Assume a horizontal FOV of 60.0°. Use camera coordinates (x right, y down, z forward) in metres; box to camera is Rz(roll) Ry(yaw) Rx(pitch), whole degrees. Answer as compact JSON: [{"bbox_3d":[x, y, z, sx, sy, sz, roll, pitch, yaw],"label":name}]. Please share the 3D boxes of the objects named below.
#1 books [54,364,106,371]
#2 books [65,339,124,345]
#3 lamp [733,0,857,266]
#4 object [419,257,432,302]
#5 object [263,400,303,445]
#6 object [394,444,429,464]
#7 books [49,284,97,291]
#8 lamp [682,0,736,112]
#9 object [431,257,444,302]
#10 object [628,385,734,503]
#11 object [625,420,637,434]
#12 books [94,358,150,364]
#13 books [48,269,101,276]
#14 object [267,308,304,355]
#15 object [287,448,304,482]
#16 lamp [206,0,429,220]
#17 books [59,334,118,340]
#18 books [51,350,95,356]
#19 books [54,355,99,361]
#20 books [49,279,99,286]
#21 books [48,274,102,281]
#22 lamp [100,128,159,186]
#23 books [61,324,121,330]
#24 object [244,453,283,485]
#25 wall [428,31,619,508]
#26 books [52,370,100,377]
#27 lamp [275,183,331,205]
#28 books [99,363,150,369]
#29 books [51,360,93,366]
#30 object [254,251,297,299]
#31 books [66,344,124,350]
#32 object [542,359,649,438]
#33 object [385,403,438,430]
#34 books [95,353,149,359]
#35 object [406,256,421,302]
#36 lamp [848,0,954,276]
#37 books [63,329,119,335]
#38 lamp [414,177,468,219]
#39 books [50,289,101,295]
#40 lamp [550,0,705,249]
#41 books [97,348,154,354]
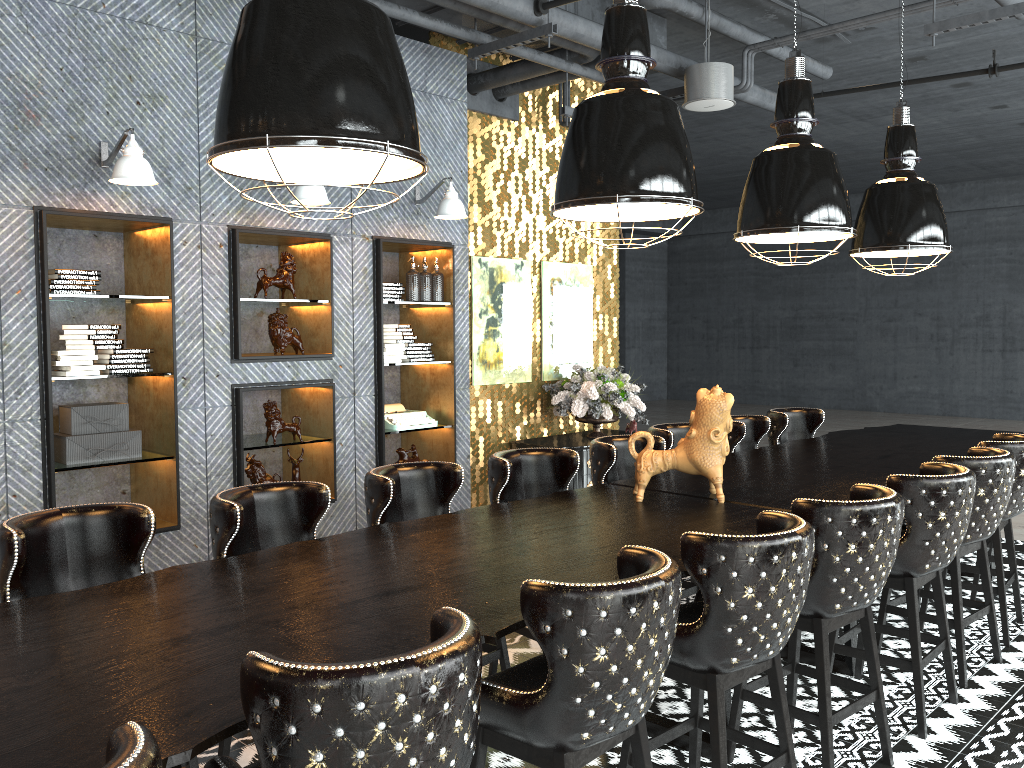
[{"bbox_3d":[-2.420,-0.093,4.962,0.245,0.028,0.193,3,5,43],"label":"books"},{"bbox_3d":[-2.364,-0.238,5.028,0.193,0.028,0.245,1,4,16],"label":"books"},{"bbox_3d":[1.470,-1.776,4.595,0.621,2.301,0.622,0,3,-1],"label":"lamp"},{"bbox_3d":[-0.657,-0.787,6.695,0.109,0.349,0.109,1,3,29],"label":"object"},{"bbox_3d":[-1.497,0.245,5.806,0.256,0.294,0.135,-3,4,-38],"label":"object"},{"bbox_3d":[-0.740,0.602,6.662,0.341,0.303,0.165,-3,4,-41],"label":"object"},{"bbox_3d":[-2.464,-0.536,4.936,0.245,0.028,0.193,-3,4,-35],"label":"books"},{"bbox_3d":[1.409,-2.514,6.338,0.380,1.045,0.382,-3,4,-35],"label":"lamp"},{"bbox_3d":[-0.576,-0.793,6.777,0.109,0.349,0.109,0,3,14],"label":"object"},{"bbox_3d":[0.774,0.272,4.087,0.475,0.545,0.249,0,3,7],"label":"object"},{"bbox_3d":[1.103,0.376,8.183,0.082,0.164,0.173,-2,4,-21],"label":"object"},{"bbox_3d":[-2.291,-0.137,5.207,0.193,0.028,0.245,3,5,40],"label":"books"},{"bbox_3d":[-2.472,-0.624,4.981,0.193,0.028,0.245,3,5,44],"label":"books"},{"bbox_3d":[-1.499,-0.333,5.855,0.242,0.337,0.159,-3,4,-41],"label":"object"},{"bbox_3d":[-1.460,0.605,5.987,0.116,0.358,0.198,-1,3,-16],"label":"object"},{"bbox_3d":[-0.556,-1.632,2.496,0.621,2.301,0.622,0,3,-1],"label":"lamp"},{"bbox_3d":[-2.403,-0.266,5.033,0.193,0.028,0.245,1,4,14],"label":"books"},{"bbox_3d":[-2.453,-0.176,4.933,0.193,0.028,0.245,-3,5,-39],"label":"books"},{"bbox_3d":[-2.425,-0.148,4.935,0.193,0.028,0.245,-3,4,-33],"label":"books"},{"bbox_3d":[-2.465,-0.566,4.963,0.245,0.028,0.193,-3,5,-38],"label":"books"},{"bbox_3d":[-2.470,-0.595,4.970,0.193,0.028,0.245,2,4,36],"label":"books"},{"bbox_3d":[-2.056,-1.213,4.771,0.244,0.287,0.490,-2,4,-30],"label":"lamp"},{"bbox_3d":[-2.390,-0.324,5.043,0.193,0.028,0.245,1,4,19],"label":"books"},{"bbox_3d":[-1.617,0.622,5.779,0.168,0.359,0.266,2,4,37],"label":"object"},{"bbox_3d":[0.212,-0.949,7.904,0.024,4.380,2.446,3,4,44],"label":"wall"},{"bbox_3d":[-2.448,-0.063,4.935,0.245,0.028,0.193,2,4,37],"label":"books"},{"bbox_3d":[-1.301,-1.265,5.554,0.244,0.287,0.490,-2,4,-30],"label":"lamp"},{"bbox_3d":[-2.256,-0.106,5.158,0.245,0.028,0.193,-3,4,-35],"label":"books"},{"bbox_3d":[-2.468,-0.119,4.937,0.193,0.028,0.245,-3,5,-40],"label":"books"},{"bbox_3d":[-1.544,-0.715,5.797,0.152,0.325,0.292,2,4,42],"label":"object"},{"bbox_3d":[-2.369,-0.210,5.036,0.193,0.028,0.245,0,4,13],"label":"books"},{"bbox_3d":[0.736,0.143,7.925,0.875,0.662,0.848,-1,3,-15],"label":"object"},{"bbox_3d":[-0.907,0.247,6.754,0.484,0.149,0.535,3,5,43],"label":"object"},{"bbox_3d":[-2.290,-0.164,5.178,0.193,0.028,0.245,2,4,34],"label":"books"},{"bbox_3d":[-0.737,-0.782,6.612,0.109,0.349,0.109,0,3,-1],"label":"object"},{"bbox_3d":[2.483,-1.848,5.644,0.621,2.301,0.622,0,3,-1],"label":"lamp"},{"bbox_3d":[-2.384,-0.295,5.031,0.193,0.028,0.245,0,4,5],"label":"books"},{"bbox_3d":[-0.494,-1.332,6.389,0.244,0.287,0.490,-2,4,-30],"label":"lamp"},{"bbox_3d":[-2.445,-0.509,4.958,0.245,0.028,0.193,-2,4,-30],"label":"books"},{"bbox_3d":[0.457,-1.704,3.545,0.621,2.301,0.622,0,3,-1],"label":"lamp"},{"bbox_3d":[-2.270,-0.194,5.211,0.193,0.028,0.245,3,5,39],"label":"books"}]
